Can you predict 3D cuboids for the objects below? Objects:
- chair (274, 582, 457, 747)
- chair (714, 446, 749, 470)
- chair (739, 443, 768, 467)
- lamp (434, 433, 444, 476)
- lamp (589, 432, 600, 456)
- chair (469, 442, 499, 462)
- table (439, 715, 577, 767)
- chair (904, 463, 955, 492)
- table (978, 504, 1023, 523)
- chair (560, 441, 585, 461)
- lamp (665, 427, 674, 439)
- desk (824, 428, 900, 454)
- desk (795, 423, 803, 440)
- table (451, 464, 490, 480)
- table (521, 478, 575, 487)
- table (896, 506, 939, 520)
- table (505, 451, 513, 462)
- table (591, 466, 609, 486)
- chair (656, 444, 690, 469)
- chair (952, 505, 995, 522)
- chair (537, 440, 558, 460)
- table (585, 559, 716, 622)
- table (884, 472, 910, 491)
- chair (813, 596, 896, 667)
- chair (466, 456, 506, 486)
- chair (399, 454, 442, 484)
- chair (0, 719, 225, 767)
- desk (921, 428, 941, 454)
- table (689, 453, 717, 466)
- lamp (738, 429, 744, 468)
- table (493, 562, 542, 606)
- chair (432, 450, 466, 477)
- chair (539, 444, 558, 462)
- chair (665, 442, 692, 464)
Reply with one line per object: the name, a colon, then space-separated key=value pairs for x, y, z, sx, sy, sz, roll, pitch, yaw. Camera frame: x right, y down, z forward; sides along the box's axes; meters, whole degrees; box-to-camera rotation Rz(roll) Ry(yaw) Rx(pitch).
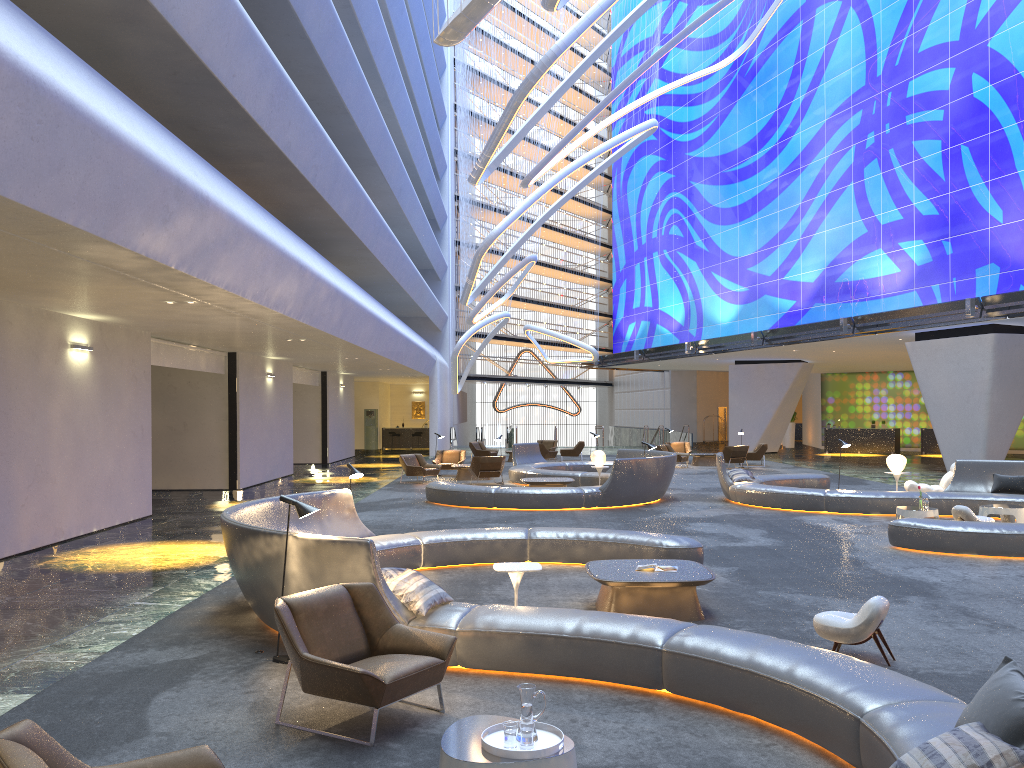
chair: x=-0.962 y=1.737 z=5.624 sx=0.939 sy=0.767 sz=0.929 roll=-1 pitch=-1 yaw=33
chair: x=7.197 y=2.387 z=28.910 sx=0.929 sy=0.767 sz=0.939 roll=0 pitch=-1 yaw=-17
chair: x=8.221 y=2.423 z=30.289 sx=0.938 sy=0.767 sz=0.929 roll=0 pitch=-1 yaw=8
lamp: x=-2.197 y=2.096 z=26.470 sx=0.384 sy=1.300 sz=0.202 roll=0 pitch=0 yaw=17
lamp: x=2.434 y=2.069 z=26.397 sx=0.384 sy=1.300 sz=0.202 roll=0 pitch=0 yaw=17
chair: x=-1.074 y=2.564 z=33.342 sx=0.939 sy=0.767 sz=0.929 roll=-1 pitch=-1 yaw=24
table: x=-0.007 y=1.868 z=4.206 sx=0.671 sy=0.406 sz=0.673 roll=0 pitch=-1 yaw=-4
chair: x=8.422 y=1.984 z=17.566 sx=1.157 sy=0.882 sz=0.729 roll=-1 pitch=-1 yaw=19
table: x=7.648 y=2.117 z=13.918 sx=0.673 sy=0.406 sz=0.671 roll=-1 pitch=-1 yaw=19
chair: x=2.275 y=2.550 z=33.478 sx=0.938 sy=0.767 sz=0.929 roll=0 pitch=-1 yaw=2
lamp: x=5.665 y=2.221 z=32.097 sx=0.384 sy=1.300 sz=0.202 roll=0 pitch=0 yaw=17
desk: x=15.246 y=2.472 z=38.638 sx=2.978 sy=1.097 sz=0.813 roll=-1 pitch=-1 yaw=38
desk: x=17.473 y=2.933 z=54.499 sx=2.978 sy=1.097 sz=0.813 roll=-1 pitch=-1 yaw=38
table: x=-1.114 y=2.499 z=25.129 sx=1.203 sy=0.392 sz=1.203 roll=0 pitch=-2 yaw=0
table: x=0.793 y=2.330 z=19.804 sx=1.203 sy=0.392 sz=1.203 roll=0 pitch=-2 yaw=0
table: x=6.158 y=2.116 z=13.640 sx=0.673 sy=0.406 sz=0.671 roll=1 pitch=-2 yaw=-38
table: x=0.383 y=2.745 z=33.637 sx=1.203 sy=0.392 sz=1.203 roll=-1 pitch=-2 yaw=18
table: x=2.070 y=2.241 z=20.846 sx=0.418 sy=0.595 sz=0.428 roll=0 pitch=0 yaw=-1
chair: x=5.355 y=2.418 z=29.591 sx=0.939 sy=0.767 sz=0.929 roll=-1 pitch=-1 yaw=33
chair: x=7.304 y=2.060 z=13.523 sx=1.784 sy=0.501 sz=0.585 roll=1 pitch=-1 yaw=-36
chair: x=1.291 y=2.597 z=34.886 sx=0.929 sy=0.767 sz=0.939 roll=-1 pitch=-1 yaw=27
table: x=1.319 y=1.993 z=8.585 sx=1.203 sy=0.392 sz=1.203 roll=0 pitch=-2 yaw=0
table: x=7.982 y=2.136 z=18.394 sx=0.418 sy=0.595 sz=0.428 roll=0 pitch=0 yaw=-26
chair: x=2.653 y=1.887 z=6.892 sx=0.586 sy=0.501 sz=0.491 roll=-1 pitch=-1 yaw=34
chair: x=-0.665 y=2.262 z=23.283 sx=0.929 sy=0.767 sz=0.939 roll=0 pitch=-1 yaw=-17
chair: x=-2.508 y=2.292 z=23.964 sx=0.939 sy=0.767 sz=0.929 roll=-1 pitch=-1 yaw=33
chair: x=-1.383 y=1.670 z=3.308 sx=0.939 sy=0.767 sz=0.929 roll=0 pitch=-1 yaw=-40
desk: x=18.876 y=2.411 z=37.257 sx=2.978 sy=1.097 sz=0.813 roll=-1 pitch=-1 yaw=37
table: x=6.749 y=2.625 z=30.756 sx=1.203 sy=0.392 sz=1.203 roll=0 pitch=-2 yaw=0
lamp: x=7.538 y=2.123 z=29.136 sx=0.202 sy=1.300 sz=0.384 roll=0 pitch=0 yaw=16
table: x=0.047 y=1.857 z=7.598 sx=0.418 sy=0.595 sz=0.428 roll=0 pitch=0 yaw=-4
chair: x=-1.856 y=2.362 z=26.416 sx=0.929 sy=0.767 sz=0.939 roll=0 pitch=-1 yaw=6
chair: x=1.045 y=2.511 z=31.946 sx=0.939 sy=0.767 sz=0.929 roll=0 pitch=-1 yaw=-38
chair: x=6.007 y=2.487 z=32.043 sx=0.929 sy=0.767 sz=0.939 roll=0 pitch=-1 yaw=6
